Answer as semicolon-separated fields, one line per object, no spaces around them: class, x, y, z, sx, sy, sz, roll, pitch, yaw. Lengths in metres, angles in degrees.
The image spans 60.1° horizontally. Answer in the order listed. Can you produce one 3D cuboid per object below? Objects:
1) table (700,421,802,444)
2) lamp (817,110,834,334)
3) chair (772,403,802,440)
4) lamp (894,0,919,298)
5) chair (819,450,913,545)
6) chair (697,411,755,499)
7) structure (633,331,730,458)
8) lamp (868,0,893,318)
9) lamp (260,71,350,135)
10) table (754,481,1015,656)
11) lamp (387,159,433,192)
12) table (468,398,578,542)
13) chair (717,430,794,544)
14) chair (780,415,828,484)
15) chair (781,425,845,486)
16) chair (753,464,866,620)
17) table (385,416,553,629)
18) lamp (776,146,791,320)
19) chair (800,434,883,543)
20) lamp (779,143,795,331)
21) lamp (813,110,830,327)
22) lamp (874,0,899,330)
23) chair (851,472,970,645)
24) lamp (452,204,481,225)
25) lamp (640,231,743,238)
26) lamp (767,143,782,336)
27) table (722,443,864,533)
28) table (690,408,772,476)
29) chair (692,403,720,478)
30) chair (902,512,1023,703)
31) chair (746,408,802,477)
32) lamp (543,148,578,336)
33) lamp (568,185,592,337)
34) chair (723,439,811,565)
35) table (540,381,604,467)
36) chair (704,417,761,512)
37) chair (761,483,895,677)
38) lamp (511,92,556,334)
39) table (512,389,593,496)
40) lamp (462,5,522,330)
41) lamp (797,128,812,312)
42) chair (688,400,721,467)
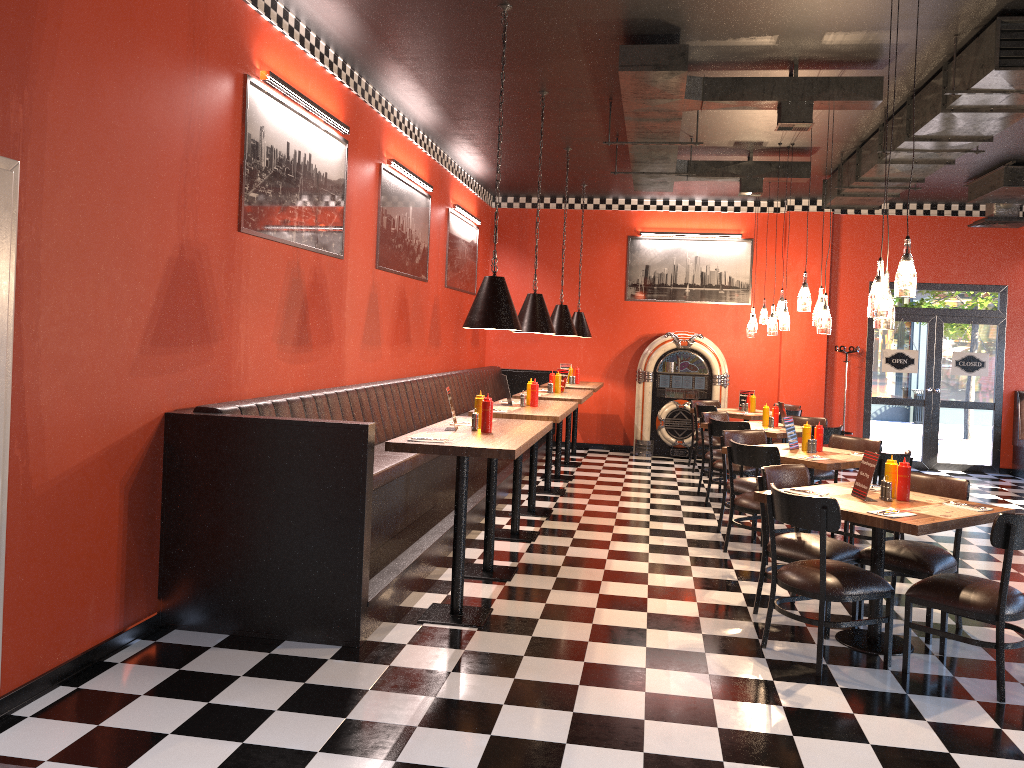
table;2.612;0.825;9.096;0.956;0.773;0.961;1;2;-36
lamp;2.476;-1.371;6.909;0.108;1.965;0.108;3;0;21
chair;3.403;0.691;11.391;0.544;0.867;0.487;2;1;-26
lamp;2.121;-1.441;4.680;0.108;1.965;0.108;2;0;1
chair;2.659;0.910;6.599;0.486;0.867;0.545;2;1;-39
chair;2.286;0.745;9.470;0.486;0.867;0.545;1;1;-44
structure;2.387;0.144;12.489;1.294;1.767;0.500;3;1;9
lamp;2.010;-1.338;4.756;0.108;1.965;0.108;2;0;-4
lamp;-1.411;-1.930;6.158;0.081;0.056;1.445;3;3;9
table;2.001;1.021;4.836;0.959;0.773;0.958;1;2;-36
lamp;-0.996;-2.048;8.744;0.081;0.056;1.445;3;3;9
table;0.124;0.688;7.547;0.696;0.999;1.693;3;2;9
chair;2.043;0.839;7.463;0.486;0.867;0.545;2;1;-27
chair;3.027;0.782;9.345;0.487;0.867;0.544;3;1;32
chair;2.902;0.816;8.606;0.486;0.867;0.545;2;1;-32
chair;1.739;0.942;5.247;0.486;0.867;0.545;2;1;-41
table;-0.212;0.783;5.453;0.696;0.999;1.693;3;2;9
lamp;2.814;-1.644;9.126;0.108;1.965;0.108;2;1;-34
chair;2.727;0.876;7.311;0.544;0.867;0.487;2;1;-36
lamp;2.809;-1.525;8.996;0.108;1.965;0.108;2;0;-9
lamp;2.484;-1.436;7.032;0.108;1.965;0.108;2;1;-39
lamp;2.082;-1.281;4.854;0.108;1.965;0.108;2;1;-34
chair;2.338;0.971;5.164;0.544;0.867;0.487;1;1;-42
lamp;-0.576;-2.166;11.357;0.081;0.056;1.445;3;3;9
lamp;2.559;-2.141;12.702;1.444;0.056;0.081;3;2;9
lamp;2.683;-1.472;9.002;0.108;1.965;0.108;3;0;21
table;2.330;0.923;6.973;0.956;0.773;0.961;1;2;-36
table;2.907;0.732;11.102;0.956;0.773;0.961;1;2;-36
chair;2.498;0.682;10.837;0.544;0.867;0.487;2;1;-16
chair;2.292;1.012;4.341;0.486;0.867;0.545;2;1;-41
chair;3.189;0.719;10.695;0.545;0.867;0.486;3;1;41
lamp;0.572;-1.554;9.694;0.381;2.043;0.382;2;1;-40
lamp;0.928;-1.655;11.907;0.381;2.043;0.382;2;1;-40
chair;1.919;0.872;6.724;0.544;0.867;0.487;2;1;-33
table;0.798;0.498;11.743;0.696;0.999;1.693;3;2;9
chair;2.218;0.779;8.758;0.544;0.867;0.487;1;1;-41
chair;1.597;0.972;4.556;0.544;0.867;0.487;2;1;-24
lamp;0.225;-1.456;7.531;0.381;2.043;0.382;2;1;-40
table;0.458;0.594;9.630;0.696;0.999;1.693;3;2;9
lamp;-0.083;-1.369;5.618;0.381;2.043;0.382;2;1;-40
lamp;2.358;-1.554;7.031;0.108;1.965;0.108;2;0;-19
chair;2.581;0.655;11.437;0.486;0.867;0.545;2;1;-27
